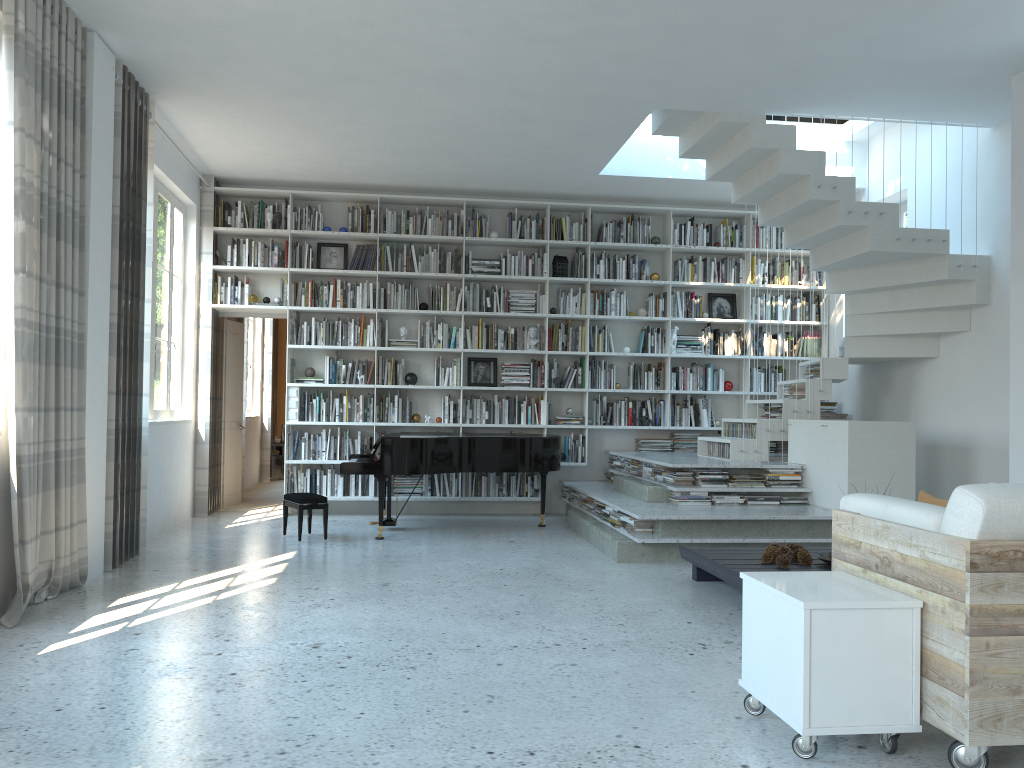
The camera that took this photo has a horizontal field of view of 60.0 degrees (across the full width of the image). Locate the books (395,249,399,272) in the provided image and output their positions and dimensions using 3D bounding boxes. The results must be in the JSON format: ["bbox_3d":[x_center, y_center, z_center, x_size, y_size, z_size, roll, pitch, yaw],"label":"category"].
[{"bbox_3d":[-1.146,-1.206,8.816,0.031,0.242,0.181,1,-1,-7],"label":"books"}]

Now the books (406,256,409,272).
[{"bbox_3d":[-1.041,-1.173,8.845,0.034,0.180,0.160,1,-1,-7],"label":"books"}]

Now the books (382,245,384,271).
[{"bbox_3d":[-1.280,-1.229,8.810,0.013,0.283,0.158,1,-1,-7],"label":"books"}]

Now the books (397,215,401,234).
[{"bbox_3d":[-1.125,-1.556,8.815,0.029,0.208,0.178,1,-1,-7],"label":"books"}]

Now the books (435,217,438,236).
[{"bbox_3d":[-0.757,-1.551,8.895,0.029,0.213,0.141,1,-1,-7],"label":"books"}]

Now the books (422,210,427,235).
[{"bbox_3d":[-0.878,-1.583,8.856,0.052,0.273,0.172,1,-1,-7],"label":"books"}]

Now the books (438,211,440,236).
[{"bbox_3d":[-0.732,-1.577,8.871,0.014,0.266,0.192,1,-1,-7],"label":"books"}]

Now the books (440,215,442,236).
[{"bbox_3d":[-0.715,-1.558,8.879,0.021,0.228,0.161,1,-1,-7],"label":"books"}]

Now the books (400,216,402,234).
[{"bbox_3d":[-1.105,-1.555,8.831,0.014,0.207,0.166,1,-1,-7],"label":"books"}]

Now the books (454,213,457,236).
[{"bbox_3d":[-0.574,-1.571,8.912,0.029,0.261,0.151,1,-1,-7],"label":"books"}]

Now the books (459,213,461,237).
[{"bbox_3d":[-0.525,-1.574,8.905,0.014,0.267,0.171,1,-1,-7],"label":"books"}]

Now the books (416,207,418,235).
[{"bbox_3d":[-0.950,-1.598,8.853,0.010,0.299,0.151,1,-1,-7],"label":"books"}]

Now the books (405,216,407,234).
[{"bbox_3d":[-1.060,-1.558,8.857,0.012,0.216,0.150,1,-1,-7],"label":"books"}]

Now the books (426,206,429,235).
[{"bbox_3d":[-0.847,-1.604,8.874,0.014,0.315,0.166,1,-1,-7],"label":"books"}]

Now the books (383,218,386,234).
[{"bbox_3d":[-1.265,-1.545,8.825,0.024,0.183,0.133,1,-1,-7],"label":"books"}]

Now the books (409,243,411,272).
[{"bbox_3d":[-1.018,-1.239,8.857,0.013,0.315,0.135,1,-1,-7],"label":"books"}]

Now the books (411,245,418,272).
[{"bbox_3d":[-0.971,-1.224,8.837,0.075,0.285,0.178,1,-1,-7],"label":"books"}]

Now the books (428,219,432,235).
[{"bbox_3d":[-0.824,-1.541,8.868,0.031,0.190,0.181,1,-1,-7],"label":"books"}]

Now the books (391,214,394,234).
[{"bbox_3d":[-1.188,-1.563,8.822,0.023,0.220,0.181,1,-1,-7],"label":"books"}]

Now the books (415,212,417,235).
[{"bbox_3d":[-0.962,-1.574,8.849,0.013,0.251,0.183,1,-1,-7],"label":"books"}]

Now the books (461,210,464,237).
[{"bbox_3d":[-0.504,-1.584,8.903,0.026,0.288,0.176,1,-1,-7],"label":"books"}]

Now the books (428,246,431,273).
[{"bbox_3d":[-0.824,-1.221,8.876,0.026,0.286,0.137,1,-1,-7],"label":"books"}]

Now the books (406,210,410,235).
[{"bbox_3d":[-1.039,-1.583,8.859,0.028,0.268,0.151,1,-1,-7],"label":"books"}]

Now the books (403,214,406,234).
[{"bbox_3d":[-1.079,-1.567,8.863,0.025,0.234,0.129,1,-1,-7],"label":"books"}]

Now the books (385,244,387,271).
[{"bbox_3d":[-1.255,-1.230,8.811,0.010,0.287,0.148,1,-1,-7],"label":"books"}]

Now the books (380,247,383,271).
[{"bbox_3d":[-1.296,-1.216,8.793,0.023,0.256,0.174,1,-1,-7],"label":"books"}]

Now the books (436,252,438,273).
[{"bbox_3d":[-0.755,-1.193,8.876,0.013,0.231,0.141,1,-1,-7],"label":"books"}]

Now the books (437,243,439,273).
[{"bbox_3d":[-0.741,-1.234,8.868,0.011,0.313,0.183,1,-1,-7],"label":"books"}]

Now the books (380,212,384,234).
[{"bbox_3d":[-1.289,-1.574,8.808,0.029,0.237,0.156,1,-1,-7],"label":"books"}]

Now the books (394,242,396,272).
[{"bbox_3d":[-1.166,-1.243,8.812,0.012,0.315,0.171,1,-1,-7],"label":"books"}]

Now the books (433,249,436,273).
[{"bbox_3d":[-0.775,-1.208,8.877,0.028,0.261,0.135,1,-1,-7],"label":"books"}]

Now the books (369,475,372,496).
[{"bbox_3d":[-1.396,0.964,8.775,0.027,0.276,0.143,1,-1,-7],"label":"books"}]

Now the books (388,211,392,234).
[{"bbox_3d":[-1.215,-1.581,8.823,0.031,0.254,0.145,1,-1,-7],"label":"books"}]

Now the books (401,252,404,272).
[{"bbox_3d":[-1.093,-1.193,8.829,0.029,0.219,0.157,1,-1,-7],"label":"books"}]

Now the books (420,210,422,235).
[{"bbox_3d":[-0.910,-1.586,8.855,0.013,0.276,0.164,1,-1,-7],"label":"books"}]

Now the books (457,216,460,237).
[{"bbox_3d":[-0.544,-1.553,8.894,0.026,0.225,0.172,1,-1,-7],"label":"books"}]

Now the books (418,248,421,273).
[{"bbox_3d":[-0.922,-1.213,8.859,0.027,0.265,0.168,1,-1,-7],"label":"books"}]

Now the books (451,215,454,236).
[{"bbox_3d":[-0.600,-1.560,8.900,0.026,0.237,0.149,1,-1,-7],"label":"books"}]

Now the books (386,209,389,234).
[{"bbox_3d":[-1.243,-1.593,8.839,0.021,0.279,0.140,1,-1,-7],"label":"books"}]

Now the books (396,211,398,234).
[{"bbox_3d":[-1.147,-1.577,8.826,0.012,0.250,0.174,1,-1,-7],"label":"books"}]

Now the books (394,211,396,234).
[{"bbox_3d":[-1.165,-1.578,8.828,0.023,0.251,0.170,1,-1,-7],"label":"books"}]

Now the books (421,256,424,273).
[{"bbox_3d":[-0.895,-1.170,8.854,0.028,0.180,0.168,1,-1,-7],"label":"books"}]

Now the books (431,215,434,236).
[{"bbox_3d":[-0.797,-1.563,8.880,0.026,0.235,0.134,1,-1,-7],"label":"books"}]

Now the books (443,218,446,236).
[{"bbox_3d":[-0.677,-1.543,8.869,0.026,0.200,0.187,1,-1,-7],"label":"books"}]

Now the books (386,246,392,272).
[{"bbox_3d":[-1.218,-1.223,8.822,0.067,0.274,0.168,1,-1,-7],"label":"books"}]

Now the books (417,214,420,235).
[{"bbox_3d":[-0.933,-1.565,8.866,0.029,0.235,0.130,1,-1,-7],"label":"books"}]

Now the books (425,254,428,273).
[{"bbox_3d":[-0.861,-1.185,8.885,0.024,0.212,0.128,1,-1,-7],"label":"books"}]

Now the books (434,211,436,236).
[{"bbox_3d":[-0.777,-1.579,8.884,0.014,0.269,0.156,1,-1,-7],"label":"books"}]

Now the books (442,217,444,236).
[{"bbox_3d":[-0.697,-1.547,8.869,0.013,0.207,0.178,1,-1,-7],"label":"books"}]

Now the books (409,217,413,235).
[{"bbox_3d":[-1.010,-1.550,8.853,0.030,0.201,0.152,1,-1,-7],"label":"books"}]

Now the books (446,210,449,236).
[{"bbox_3d":[-0.649,-1.585,8.890,0.013,0.285,0.159,1,-1,-7],"label":"books"}]

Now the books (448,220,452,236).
[{"bbox_3d":[-0.628,-1.535,8.887,0.031,0.184,0.177,1,-1,-7],"label":"books"}]

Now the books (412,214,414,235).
[{"bbox_3d":[-0.987,-1.566,8.852,0.013,0.234,0.154,1,-1,-7],"label":"books"}]

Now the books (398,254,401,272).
[{"bbox_3d":[-1.121,-1.185,8.832,0.024,0.201,0.153,1,-1,-7],"label":"books"}]

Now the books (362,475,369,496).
[{"bbox_3d":[-1.442,0.973,8.767,0.065,0.256,0.156,1,-1,-7],"label":"books"}]

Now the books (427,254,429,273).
[{"bbox_3d":[-0.840,-1.183,8.861,0.010,0.208,0.173,1,-1,-7],"label":"books"}]

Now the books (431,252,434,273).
[{"bbox_3d":[-0.798,-1.191,8.855,0.021,0.226,0.191,1,-1,-7],"label":"books"}]

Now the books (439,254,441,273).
[{"bbox_3d":[-0.727,-1.183,8.890,0.024,0.213,0.150,1,-1,-7],"label":"books"}]

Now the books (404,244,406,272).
[{"bbox_3d":[-1.067,-1.230,8.833,0.023,0.293,0.156,1,-1,-7],"label":"books"}]

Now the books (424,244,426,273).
[{"bbox_3d":[-0.875,-1.233,8.858,0.012,0.308,0.145,1,-1,-7],"label":"books"}]
